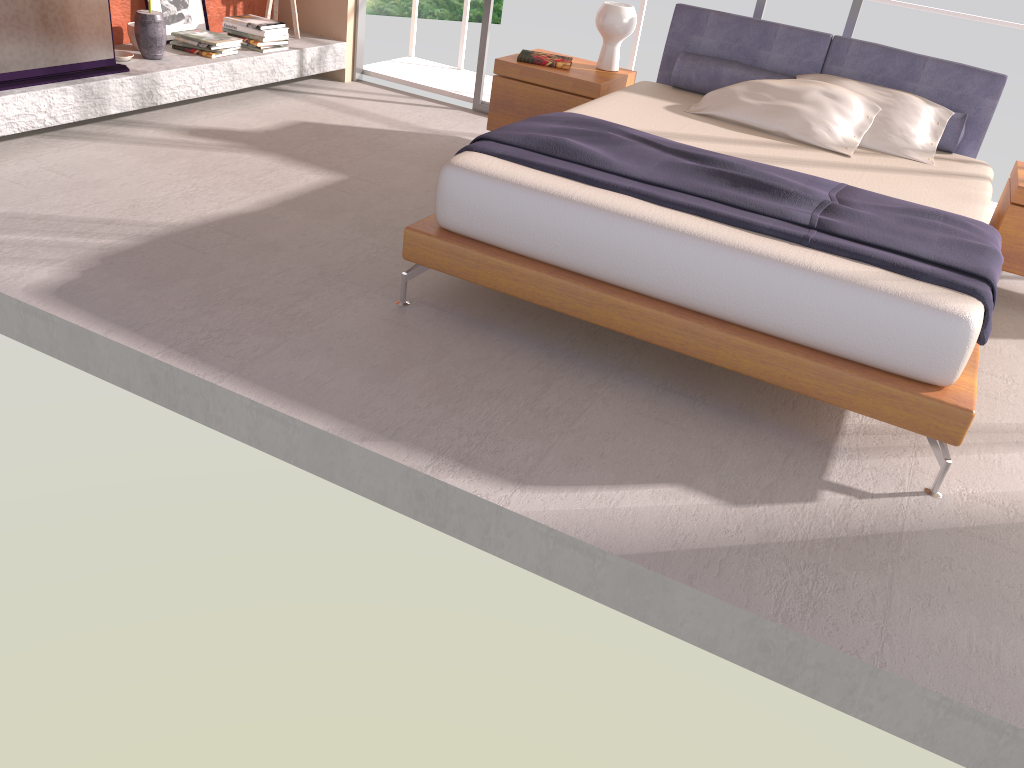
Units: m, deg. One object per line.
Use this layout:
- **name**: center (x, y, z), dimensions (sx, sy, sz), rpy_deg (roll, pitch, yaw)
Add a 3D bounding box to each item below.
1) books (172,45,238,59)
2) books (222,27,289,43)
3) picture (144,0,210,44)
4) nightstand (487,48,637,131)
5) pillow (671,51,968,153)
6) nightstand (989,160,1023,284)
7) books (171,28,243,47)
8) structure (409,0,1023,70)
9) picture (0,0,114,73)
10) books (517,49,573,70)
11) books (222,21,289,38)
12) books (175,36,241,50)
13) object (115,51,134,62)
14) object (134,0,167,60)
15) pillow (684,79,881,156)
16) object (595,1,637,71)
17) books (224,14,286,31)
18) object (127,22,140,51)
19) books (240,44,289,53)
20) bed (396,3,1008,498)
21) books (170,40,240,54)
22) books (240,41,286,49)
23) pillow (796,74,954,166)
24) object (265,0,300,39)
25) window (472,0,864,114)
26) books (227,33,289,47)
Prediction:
- **books**: center (-1.826, -1.997, 5.290), dimensions (0.287, 0.025, 0.247), rpy_deg (19, 32, 16)
- **books**: center (-1.610, -2.207, 5.580), dimensions (0.328, 0.027, 0.247), rpy_deg (21, 32, 20)
- **picture**: center (-2.017, -2.341, 5.296), dimensions (0.117, 0.550, 0.458), rpy_deg (21, 32, 19)
- **nightstand**: center (0.272, -1.531, 5.057), dimensions (0.628, 0.556, 0.562), rpy_deg (21, 32, 19)
- **pillow**: center (1.527, -1.446, 4.516), dimensions (1.470, 0.201, 0.205), rpy_deg (21, 32, 19)
- **nightstand**: center (2.610, -0.654, 4.201), dimensions (0.628, 0.556, 0.562), rpy_deg (21, 32, 19)
- **books**: center (-1.809, -2.059, 5.268), dimensions (0.328, 0.018, 0.247), rpy_deg (19, 32, 16)
- **structure**: center (2.516, -1.566, 5.135), dimensions (7.689, 1.005, 0.728), rpy_deg (21, 32, 19)
- **picture**: center (-2.231, -2.134, 3.806), dimensions (0.126, 1.496, 1.129), rpy_deg (21, 32, 19)
- **books**: center (0.184, -1.791, 4.897), dimensions (0.287, 0.025, 0.247), rpy_deg (10, 30, 2)
- **books**: center (-1.605, -2.234, 5.564), dimensions (0.319, 0.038, 0.247), rpy_deg (19, 32, 17)
- **books**: center (-1.807, -2.040, 5.278), dimensions (0.287, 0.025, 0.247), rpy_deg (22, 33, 21)
- **object**: center (-2.147, -1.784, 4.847), dimensions (0.152, 0.040, 0.152), rpy_deg (-9, 35, -28)
- **object**: center (-1.964, -2.173, 4.775), dimensions (0.165, 0.810, 0.165), rpy_deg (-17, 39, -37)
- **pillow**: center (1.281, -1.319, 4.234), dimensions (0.869, 0.264, 0.431), rpy_deg (25, 34, 25)
- **object**: center (0.555, -1.910, 4.882), dimensions (0.224, 0.338, 0.224), rpy_deg (28, 35, 29)
- **books**: center (-1.606, -2.263, 5.550), dimensions (0.287, 0.025, 0.247), rpy_deg (20, 32, 19)
- **object**: center (-2.109, -1.989, 5.092), dimensions (0.180, 0.137, 0.179), rpy_deg (28, 35, 29)
- **books**: center (-1.619, -2.150, 5.614), dimensions (0.328, 0.018, 0.247), rpy_deg (21, 32, 20)
- **bed**: center (1.033, -0.883, 3.783), dimensions (2.017, 0.959, 2.462), rpy_deg (21, 32, 19)
- **books**: center (-1.824, -2.024, 5.292), dimensions (0.328, 0.018, 0.247), rpy_deg (12, 30, 6)
- **books**: center (-1.622, -2.167, 5.607), dimensions (0.287, 0.018, 0.247), rpy_deg (20, 32, 19)
- **pillow**: center (1.681, -1.282, 4.261), dimensions (0.791, 0.265, 0.400), rpy_deg (22, 33, 21)
- **object**: center (-1.538, -2.499, 5.908), dimensions (0.260, 0.349, 0.257), rpy_deg (5, 31, -7)
- **window**: center (2.643, -2.180, 4.255), dimensions (6.106, 3.133, 0.075), rpy_deg (21, 32, 19)
- **books**: center (-1.598, -2.175, 5.585), dimensions (0.287, 0.025, 0.247), rpy_deg (27, 35, 28)
